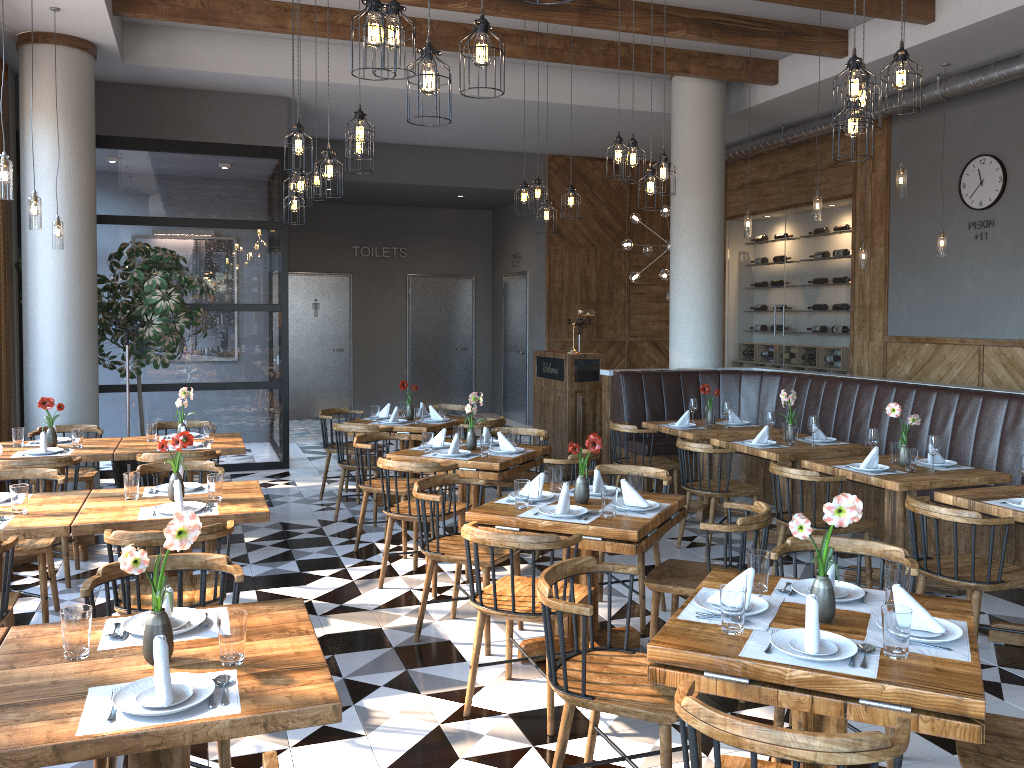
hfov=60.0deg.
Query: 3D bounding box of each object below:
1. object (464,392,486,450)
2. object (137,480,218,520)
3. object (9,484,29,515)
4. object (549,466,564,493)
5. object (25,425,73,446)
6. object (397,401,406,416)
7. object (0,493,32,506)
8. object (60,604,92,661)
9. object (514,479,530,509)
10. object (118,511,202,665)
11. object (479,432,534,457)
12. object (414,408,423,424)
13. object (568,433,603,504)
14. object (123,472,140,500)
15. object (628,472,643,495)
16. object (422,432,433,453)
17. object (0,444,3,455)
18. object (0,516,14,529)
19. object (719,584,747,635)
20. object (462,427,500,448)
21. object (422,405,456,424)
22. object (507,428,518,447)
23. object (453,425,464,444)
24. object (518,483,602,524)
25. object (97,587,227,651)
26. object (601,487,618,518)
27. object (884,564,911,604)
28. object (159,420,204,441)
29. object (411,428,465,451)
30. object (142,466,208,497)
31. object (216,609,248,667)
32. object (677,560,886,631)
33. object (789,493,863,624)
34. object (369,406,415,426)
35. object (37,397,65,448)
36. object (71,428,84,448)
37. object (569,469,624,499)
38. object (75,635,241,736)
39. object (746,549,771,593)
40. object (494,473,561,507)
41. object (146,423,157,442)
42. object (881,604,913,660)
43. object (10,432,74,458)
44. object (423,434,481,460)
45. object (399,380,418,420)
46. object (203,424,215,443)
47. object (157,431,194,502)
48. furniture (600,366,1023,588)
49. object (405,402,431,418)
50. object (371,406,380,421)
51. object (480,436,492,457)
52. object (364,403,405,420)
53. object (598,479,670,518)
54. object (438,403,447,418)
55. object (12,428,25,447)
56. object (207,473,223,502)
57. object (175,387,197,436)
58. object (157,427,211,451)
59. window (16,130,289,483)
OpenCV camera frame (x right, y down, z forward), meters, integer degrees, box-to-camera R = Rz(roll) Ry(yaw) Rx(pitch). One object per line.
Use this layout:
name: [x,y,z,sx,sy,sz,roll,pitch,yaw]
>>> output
object: [-0.258,0.258,6.151,0.146,0.399,0.207,0,2,-8]
object: [-1.582,0.534,4.206,0.352,0.137,0.272,-1,4,-20]
object: [-2.304,0.539,4.144,0.080,0.132,0.080,1,3,15]
object: [0.234,0.505,4.692,0.080,0.132,0.080,-1,3,-15]
object: [-3.331,0.357,6.443,0.352,0.137,0.272,-1,4,-20]
object: [-1.024,0.231,8.215,0.080,0.132,0.080,0,3,5]
object: [-2.604,0.516,4.408,0.352,0.137,0.272,-1,4,-20]
object: [-1.182,0.676,2.405,0.080,0.132,0.080,-2,3,-35]
object: [0.049,0.535,4.299,0.080,0.132,0.080,-1,3,-15]
object: [-0.928,0.547,2.356,0.146,0.399,0.207,2,3,34]
object: [-0.036,0.398,6.048,0.272,0.137,0.353,2,4,25]
object: [-0.806,0.276,7.638,0.080,0.132,0.080,0,3,-5]
object: [0.373,0.418,4.374,0.171,0.354,0.156,2,3,36]
object: [-1.920,0.515,4.471,0.080,0.132,0.080,-2,3,-35]
object: [0.629,0.520,4.519,0.080,0.132,0.080,-1,3,-15]
object: [-0.576,0.399,6.048,0.080,0.132,0.080,0,3,-5]
object: [-2.515,0.401,4.186,0.206,0.399,0.146,-1,2,-16]
object: [-2.419,0.555,3.908,0.352,0.137,0.272,-1,4,-20]
object: [0.651,0.666,2.612,0.080,0.132,0.080,-2,4,-45]
object: [-0.169,0.370,6.401,0.352,0.137,0.272,2,4,25]
object: [-0.672,0.260,7.820,0.272,0.137,0.353,2,4,25]
object: [0.004,0.383,6.269,0.080,0.132,0.080,0,3,-5]
object: [-0.391,0.369,6.442,0.080,0.132,0.080,0,3,-5]
object: [0.237,0.543,4.164,0.352,0.137,0.272,2,4,25]
object: [-1.029,0.656,2.638,0.352,0.137,0.272,-1,4,-20]
object: [0.451,0.550,4.116,0.080,0.132,0.080,0,3,-5]
object: [1.231,0.651,2.832,0.080,0.132,0.080,2,3,35]
object: [-2.494,0.337,6.741,0.352,0.137,0.272,-1,4,-20]
object: [-0.525,0.379,6.271,0.272,0.137,0.353,2,4,25]
object: [-1.767,0.495,4.706,0.352,0.137,0.272,-1,4,-20]
object: [-0.748,0.680,2.370,0.080,0.132,0.080,-2,3,-35]
object: [0.891,0.645,2.866,0.577,0.137,0.583,2,5,25]
object: [0.949,0.527,2.682,0.206,0.399,0.146,0,2,0]
object: [-1.028,0.269,7.689,0.352,0.137,0.272,2,4,25]
object: [-3.242,0.265,6.225,0.156,0.354,0.171,-2,3,-43]
object: [-3.033,0.380,6.187,0.080,0.132,0.080,0,3,-5]
object: [0.460,0.507,4.648,0.352,0.137,0.272,2,4,25]
object: [-0.844,0.695,2.138,0.352,0.137,0.272,-1,4,-20]
object: [0.836,0.636,3.006,0.080,0.132,0.080,2,3,35]
object: [0.104,0.516,4.518,0.272,0.137,0.353,2,4,25]
object: [-2.649,0.356,6.514,0.080,0.132,0.080,-2,3,-35]
object: [1.053,0.681,2.429,0.080,0.132,0.080,-2,4,-45]
object: [-3.146,0.396,5.943,0.352,0.137,0.272,-1,4,-20]
object: [-0.392,0.407,5.918,0.352,0.137,0.272,2,4,25]
object: [-0.943,0.140,7.949,0.171,0.354,0.156,1,3,27]
object: [-2.215,0.361,6.478,0.080,0.132,0.080,-2,3,-35]
object: [-1.663,0.410,4.401,0.156,0.354,0.171,-2,3,-41]
furniture: [2.907,0.645,6.290,1.918,1.148,6.600,-1,5,-20]
object: [-0.805,0.232,8.173,0.352,0.137,0.272,2,4,25]
object: [-1.208,0.261,7.821,0.080,0.132,0.080,-2,4,-45]
object: [-0.173,0.414,5.866,0.080,0.132,0.080,0,3,-5]
object: [-1.161,0.241,8.043,0.272,0.137,0.353,2,4,25]
object: [0.593,0.534,4.295,0.272,0.137,0.353,2,4,25]
object: [-0.629,0.246,8.041,0.080,0.132,0.080,0,3,5]
object: [-3.467,0.376,6.222,0.080,0.132,0.080,0,3,-5]
object: [-1.486,0.520,4.435,0.080,0.132,0.080,-2,3,-35]
object: [-2.395,0.224,6.498,0.146,0.399,0.207,-1,3,-27]
object: [-2.309,0.376,6.241,0.352,0.137,0.272,-1,4,-20]
window: [-4.061,-0.865,10.327,2.728,3.543,2.189,-1,3,-20]
